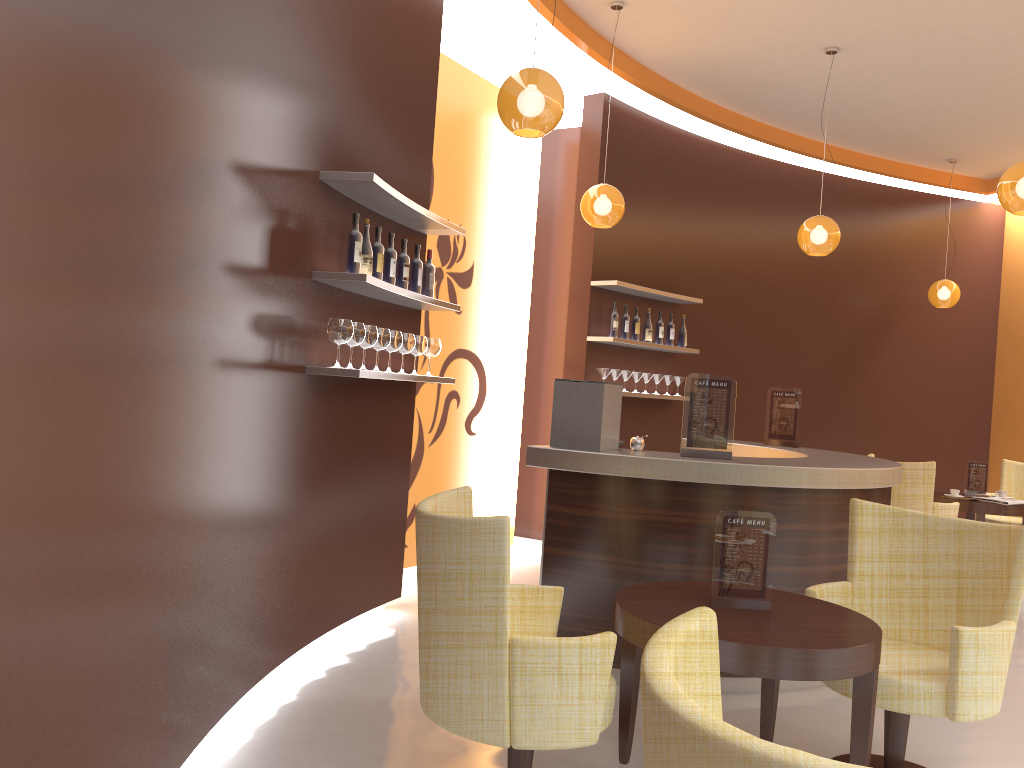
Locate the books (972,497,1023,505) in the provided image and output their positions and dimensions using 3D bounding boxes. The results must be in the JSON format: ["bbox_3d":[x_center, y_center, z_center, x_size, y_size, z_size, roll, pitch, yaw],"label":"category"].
[{"bbox_3d":[4.279,1.021,7.754,0.367,0.035,0.345,4,0,-27],"label":"books"}]

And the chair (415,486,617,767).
[{"bbox_3d":[0.001,0.883,2.846,0.685,1.017,0.729,4,0,-10],"label":"chair"}]

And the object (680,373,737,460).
[{"bbox_3d":[0.971,0.159,4.372,0.258,0.414,0.052,4,0,-3],"label":"object"}]

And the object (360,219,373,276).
[{"bbox_3d":[-0.706,-0.639,4.249,0.086,0.303,0.086,4,0,-38],"label":"object"}]

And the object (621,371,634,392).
[{"bbox_3d":[0.938,-0.021,7.346,0.137,0.174,0.137,4,0,-42],"label":"object"}]

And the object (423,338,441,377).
[{"bbox_3d":[-0.473,-0.153,5.103,0.125,0.221,0.125,4,0,8],"label":"object"}]

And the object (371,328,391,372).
[{"bbox_3d":[-0.676,-0.170,4.464,0.125,0.221,0.125,4,0,8],"label":"object"}]

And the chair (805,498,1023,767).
[{"bbox_3d":[1.510,0.993,3.365,0.685,1.017,0.729,4,0,-39],"label":"chair"}]

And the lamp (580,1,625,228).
[{"bbox_3d":[0.652,-1.805,5.955,0.299,1.500,0.299,4,0,1],"label":"lamp"}]

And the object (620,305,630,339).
[{"bbox_3d":[0.932,-0.504,7.287,0.073,0.297,0.073,4,0,21],"label":"object"}]

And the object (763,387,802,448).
[{"bbox_3d":[1.917,0.234,6.273,0.258,0.414,0.052,4,0,42],"label":"object"}]

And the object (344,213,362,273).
[{"bbox_3d":[-0.725,-0.636,4.067,0.073,0.297,0.073,4,0,-7],"label":"object"}]

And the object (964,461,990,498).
[{"bbox_3d":[4.223,0.867,8.047,0.209,0.335,0.042,4,0,6],"label":"object"}]

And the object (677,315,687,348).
[{"bbox_3d":[1.517,-0.465,7.884,0.086,0.303,0.086,4,0,-3],"label":"object"}]

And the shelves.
[{"bbox_3d":[0.255,-0.405,6.009,0.586,0.902,4.744,4,0,30],"label":"shelves"}]

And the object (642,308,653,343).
[{"bbox_3d":[1.157,-0.492,7.546,0.086,0.303,0.086,4,0,-33],"label":"object"}]

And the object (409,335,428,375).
[{"bbox_3d":[-0.537,-0.158,4.946,0.125,0.221,0.125,4,0,8],"label":"object"}]

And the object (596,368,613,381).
[{"bbox_3d":[0.735,-0.036,7.111,0.137,0.174,0.137,4,0,38],"label":"object"}]

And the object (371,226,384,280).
[{"bbox_3d":[-0.671,-0.630,4.388,0.073,0.297,0.073,4,0,42],"label":"object"}]

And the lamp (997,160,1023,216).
[{"bbox_3d":[2.798,-1.658,4.729,0.299,1.500,0.299,4,0,-39],"label":"lamp"}]

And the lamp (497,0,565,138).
[{"bbox_3d":[0.127,-1.851,3.913,0.299,1.500,0.299,4,0,-39],"label":"lamp"}]

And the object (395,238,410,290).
[{"bbox_3d":[-0.581,-0.623,4.704,0.073,0.297,0.073,4,0,-7],"label":"object"}]

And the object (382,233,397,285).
[{"bbox_3d":[-0.628,-0.627,4.550,0.073,0.297,0.073,4,0,-7],"label":"object"}]

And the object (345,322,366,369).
[{"bbox_3d":[-0.751,-0.177,4.146,0.125,0.221,0.125,4,0,8],"label":"object"}]

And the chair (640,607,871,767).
[{"bbox_3d":[0.498,0.912,1.251,0.685,1.017,0.729,4,0,-14],"label":"chair"}]

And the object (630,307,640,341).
[{"bbox_3d":[1.033,-0.496,7.405,0.073,0.297,0.073,4,0,-19],"label":"object"}]

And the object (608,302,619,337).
[{"bbox_3d":[0.822,-0.512,7.156,0.073,0.297,0.073,4,0,21],"label":"object"}]

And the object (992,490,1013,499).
[{"bbox_3d":[4.493,1.015,8.121,0.153,0.069,0.153,4,0,-33],"label":"object"}]

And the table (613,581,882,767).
[{"bbox_3d":[0.765,1.108,3.017,0.872,0.679,0.874,4,0,30],"label":"table"}]

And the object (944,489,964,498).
[{"bbox_3d":[3.929,0.974,7.873,0.153,0.069,0.153,4,0,10],"label":"object"}]

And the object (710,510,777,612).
[{"bbox_3d":[0.794,0.602,3.034,0.209,0.335,0.042,4,0,-3],"label":"object"}]

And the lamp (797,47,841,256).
[{"bbox_3d":[2.274,-1.688,6.451,0.299,1.500,0.299,4,0,1],"label":"lamp"}]

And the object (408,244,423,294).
[{"bbox_3d":[-0.528,-0.618,4.870,0.073,0.297,0.073,4,0,-20],"label":"object"}]

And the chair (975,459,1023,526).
[{"bbox_3d":[4.838,1.251,8.470,0.685,1.017,0.729,4,0,-18],"label":"chair"}]

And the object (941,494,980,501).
[{"bbox_3d":[3.910,1.001,7.864,0.239,0.021,0.464,4,0,-3],"label":"object"}]

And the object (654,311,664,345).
[{"bbox_3d":[1.274,-0.478,7.653,0.073,0.297,0.073,4,0,21],"label":"object"}]

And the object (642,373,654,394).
[{"bbox_3d":[1.143,-0.004,7.566,0.137,0.174,0.137,4,0,-42],"label":"object"}]

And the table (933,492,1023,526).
[{"bbox_3d":[4.168,1.371,7.999,0.872,0.679,0.874,4,0,20],"label":"table"}]

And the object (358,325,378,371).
[{"bbox_3d":[-0.716,-0.174,4.306,0.125,0.221,0.125,4,0,8],"label":"object"}]

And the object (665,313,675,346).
[{"bbox_3d":[1.387,-0.470,7.764,0.073,0.297,0.073,4,0,21],"label":"object"}]

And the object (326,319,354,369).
[{"bbox_3d":[-0.779,-0.179,3.990,0.125,0.221,0.125,4,0,8],"label":"object"}]

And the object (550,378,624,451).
[{"bbox_3d":[0.406,0.156,4.522,0.270,0.340,0.373,4,0,28],"label":"object"}]

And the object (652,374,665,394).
[{"bbox_3d":[1.252,0.004,7.674,0.137,0.174,0.137,4,0,-42],"label":"object"}]

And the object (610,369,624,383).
[{"bbox_3d":[0.837,-0.029,7.229,0.137,0.174,0.137,4,0,38],"label":"object"}]

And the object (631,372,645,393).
[{"bbox_3d":[1.044,-0.011,7.457,0.137,0.174,0.137,4,0,-42],"label":"object"}]

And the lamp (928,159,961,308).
[{"bbox_3d":[4.421,-1.524,8.989,0.299,1.500,0.299,4,0,-17],"label":"lamp"}]

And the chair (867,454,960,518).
[{"bbox_3d":[3.445,1.149,7.695,0.685,1.017,0.729,4,0,-20],"label":"chair"}]

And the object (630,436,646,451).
[{"bbox_3d":[0.647,0.305,4.576,0.075,0.077,0.075,4,0,42],"label":"object"}]

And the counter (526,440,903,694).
[{"bbox_3d":[1.414,0.953,5.254,1.586,1.100,2.917,4,0,28],"label":"counter"}]

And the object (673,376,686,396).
[{"bbox_3d":[1.477,0.021,7.890,0.137,0.174,0.137,4,0,-42],"label":"object"}]

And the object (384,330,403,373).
[{"bbox_3d":[-0.635,-0.166,4.622,0.125,0.221,0.125,4,0,8],"label":"object"}]

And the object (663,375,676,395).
[{"bbox_3d":[1.365,0.013,7.782,0.137,0.174,0.137,4,0,8],"label":"object"}]

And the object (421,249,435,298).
[{"bbox_3d":[-0.474,-0.614,5.026,0.073,0.297,0.073,4,0,-7],"label":"object"}]

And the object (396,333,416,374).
[{"bbox_3d":[-0.587,-0.162,4.783,0.125,0.221,0.125,4,0,8],"label":"object"}]
